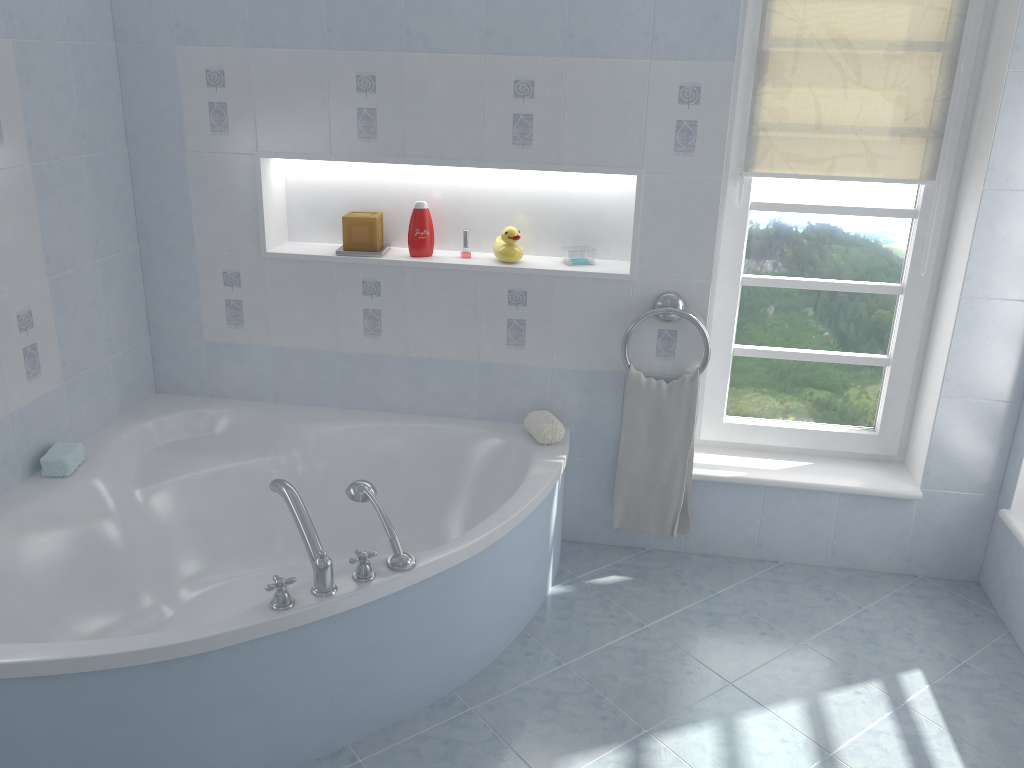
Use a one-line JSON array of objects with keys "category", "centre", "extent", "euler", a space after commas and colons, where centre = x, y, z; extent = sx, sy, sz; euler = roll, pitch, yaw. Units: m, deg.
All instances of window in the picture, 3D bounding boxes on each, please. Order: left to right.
[{"category": "window", "centre": [1.062, -0.714, 2.880], "extent": [0.758, 2.067, 0.142], "euler": [5, 20, 7]}]

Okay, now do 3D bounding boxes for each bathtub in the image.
[{"category": "bathtub", "centre": [-0.694, 0.477, 2.543], "extent": [1.596, 0.670, 1.578], "euler": [4, 20, 7]}]

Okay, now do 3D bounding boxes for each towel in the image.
[{"category": "towel", "centre": [0.501, 0.235, 3.038], "extent": [0.280, 0.635, 0.083], "euler": [5, 20, 8]}]

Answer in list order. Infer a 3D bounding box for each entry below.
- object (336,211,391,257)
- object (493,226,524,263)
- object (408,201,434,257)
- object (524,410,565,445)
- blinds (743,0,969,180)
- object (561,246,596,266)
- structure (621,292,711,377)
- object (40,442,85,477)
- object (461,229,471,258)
[{"category": "object", "centre": [-0.516, -0.525, 3.079], "extent": [0.160, 0.130, 0.160], "euler": [3, 20, 2]}, {"category": "object", "centre": [-0.012, -0.475, 3.002], "extent": [0.095, 0.122, 0.132], "euler": [-8, 22, -26]}, {"category": "object", "centre": [-0.310, -0.528, 3.026], "extent": [0.092, 0.190, 0.044], "euler": [-4, 21, -16]}, {"category": "object", "centre": [0.110, 0.146, 3.010], "extent": [0.105, 0.077, 0.165], "euler": [-6, 21, -19]}, {"category": "blinds", "centre": [1.062, -1.134, 2.666], "extent": [0.598, 1.032, 0.046], "euler": [5, 20, 7]}, {"category": "object", "centre": [0.226, -0.435, 3.012], "extent": [0.102, 0.053, 0.072], "euler": [-4, 21, -16]}, {"category": "structure", "centre": [0.509, -0.135, 2.926], "extent": [0.291, 0.332, 0.051], "euler": [5, 20, 7]}, {"category": "object", "centre": [-1.360, 0.228, 2.687], "extent": [0.081, 0.059, 0.128], "euler": [0, 20, -5]}, {"category": "object", "centre": [-0.158, -0.481, 3.044], "extent": [0.030, 0.096, 0.030], "euler": [-6, 21, -19]}]
